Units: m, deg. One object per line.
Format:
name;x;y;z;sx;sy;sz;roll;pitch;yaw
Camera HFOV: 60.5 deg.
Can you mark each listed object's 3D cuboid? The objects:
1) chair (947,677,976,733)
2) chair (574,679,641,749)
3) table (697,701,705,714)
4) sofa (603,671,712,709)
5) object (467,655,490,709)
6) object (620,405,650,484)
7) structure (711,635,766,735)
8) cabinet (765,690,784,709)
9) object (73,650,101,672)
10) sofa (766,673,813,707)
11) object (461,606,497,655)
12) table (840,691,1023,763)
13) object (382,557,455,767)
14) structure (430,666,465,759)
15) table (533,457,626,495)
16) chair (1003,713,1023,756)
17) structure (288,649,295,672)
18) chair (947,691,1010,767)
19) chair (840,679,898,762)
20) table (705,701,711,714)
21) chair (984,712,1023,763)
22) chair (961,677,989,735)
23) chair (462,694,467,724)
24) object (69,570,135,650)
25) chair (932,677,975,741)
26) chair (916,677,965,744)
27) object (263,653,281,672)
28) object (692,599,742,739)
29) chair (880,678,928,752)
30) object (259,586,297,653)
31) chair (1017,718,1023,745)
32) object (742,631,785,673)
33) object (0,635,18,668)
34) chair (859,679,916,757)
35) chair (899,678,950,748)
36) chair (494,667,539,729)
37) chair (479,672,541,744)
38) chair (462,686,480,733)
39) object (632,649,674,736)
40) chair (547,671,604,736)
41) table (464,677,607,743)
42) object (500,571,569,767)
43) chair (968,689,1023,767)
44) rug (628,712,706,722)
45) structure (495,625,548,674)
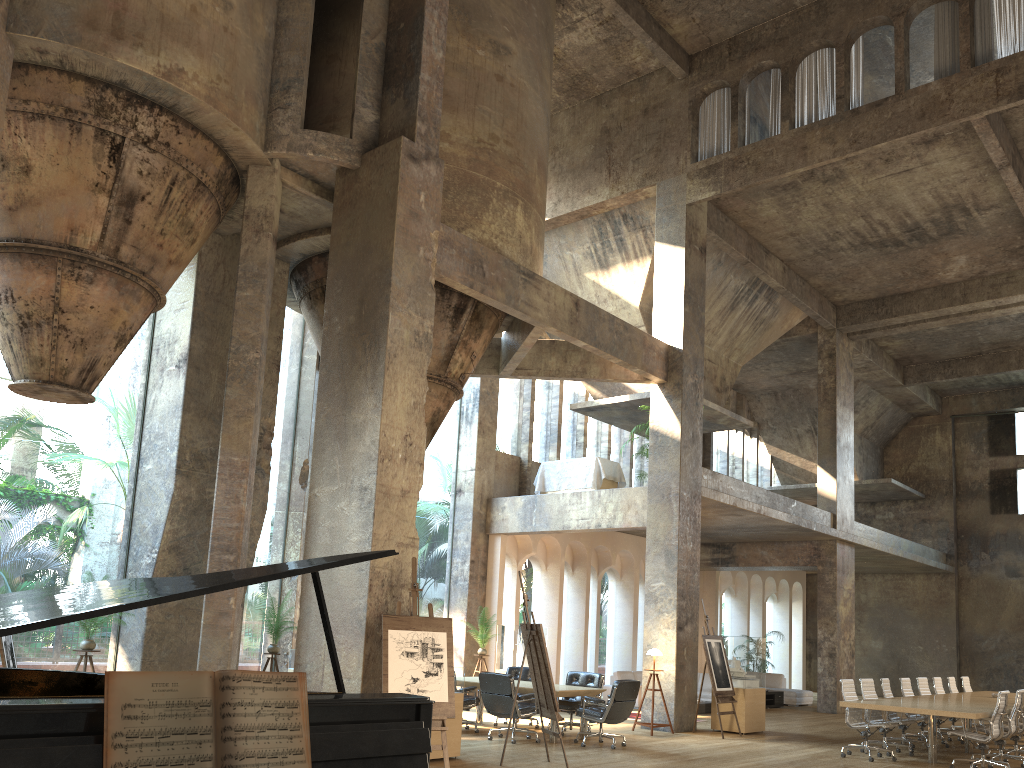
chair;8.247;5.829;15.872;0.705;1.002;0.676;-8;-15;44
chair;1.223;4.362;11.701;0.825;0.872;0.743;-6;-15;37
table;3.422;6.496;17.728;0.867;0.241;0.376;-10;-19;40
sofa;3.629;6.593;18.904;2.081;0.705;2.979;-10;-20;39
object;-0.596;5.525;16.318;0.658;0.951;0.584;2;-10;5
object;2.780;1.146;16.151;1.376;1.768;1.415;13;-15;-42
structure;3.738;4.942;14.481;0.598;1.513;0.755;-5;-13;40
cabinet;5.723;7.214;20.090;0.399;0.361;1.588;-7;-18;39
object;-4.938;3.603;10.274;0.661;0.950;0.581;-5;-13;35
sofa;6.357;7.618;22.047;2.084;0.704;1.090;-10;-18;40
object;-0.598;4.614;16.490;0.690;0.918;0.877;-4;-14;31
table;7.323;5.295;13.671;1.614;0.741;7.846;-9;-20;39
object;-0.903;2.681;8.261;0.706;2.099;0.695;7;-10;-23
structure;-1.075;3.663;9.858;0.748;0.992;0.748;-7;-15;40
table;1.330;1.934;17.409;1.764;0.783;1.134;-10;-18;40
chair;7.622;4.996;13.020;0.674;1.002;0.706;12;-14;-40
structure;-2.817;4.472;13.055;0.740;0.992;0.756;-7;-15;40
chair;3.714;4.749;12.836;13.058;1.008;32.044;-10;-20;39
chair;4.803;4.520;11.845;0.675;1.002;0.705;13;-15;-42
table;3.661;6.607;18.001;0.797;0.198;1.129;-10;-20;39
chair;7.041;4.777;12.346;0.675;1.002;0.705;13;-15;-42
chair;8.864;6.060;16.580;0.675;1.002;0.705;13;-15;-42
chair;-1.078;4.801;13.687;0.825;0.872;0.744;-5;-14;35
object;-4.863;2.671;10.355;0.866;0.919;0.699;9;-13;-28
chair;7.652;5.606;15.184;0.675;1.002;0.705;13;-15;-42
chair;7.071;5.386;14.510;0.674;1.002;0.706;12;-14;-40
object;-3.366;4.227;12.205;0.660;0.951;0.582;5;-11;-13
object;3.188;4.459;13.840;0.688;2.099;0.713;-5;-12;40
chair;5.887;4.946;13.160;0.704;1.002;0.677;-6;-14;40
object;-3.251;3.267;12.181;0.866;0.919;0.699;-8;-16;43
chair;8.196;5.210;13.677;0.675;1.002;0.705;13;-15;-42
object;6.613;7.540;23.711;1.376;1.772;1.415;13;-15;-42
object;-5.430;2.738;9.299;0.688;2.099;0.713;6;-10;-20
chair;5.338;4.736;12.514;0.674;1.002;0.706;12;-14;-40
chair;6.497;5.172;13.854;0.675;1.002;0.705;13;-15;-42
chair;0.112;4.828;13.564;0.729;0.872;0.842;0;-12;15
chair;0.014;4.315;11.756;0.833;0.872;0.737;14;-16;-41
chair;-0.832;4.475;12.482;0.735;0.872;0.835;-7;-16;41
object;2.116;4.758;13.640;0.574;1.268;0.669;-5;-13;41
chair;0.899;4.691;12.931;0.733;0.872;0.837;-5;-14;34
table;0.046;4.679;12.704;2.430;0.684;1.123;-10;-19;40
object;0.243;3.156;9.743;0.687;2.099;0.714;6;-10;-17
chair;6.447;4.553;11.658;0.705;1.002;0.676;-8;-15;44
rug;2.210;6.149;16.305;2.483;0.009;1.369;-11;-21;40
structure;0.163;5.280;16.341;0.598;1.513;0.755;-5;-13;40
